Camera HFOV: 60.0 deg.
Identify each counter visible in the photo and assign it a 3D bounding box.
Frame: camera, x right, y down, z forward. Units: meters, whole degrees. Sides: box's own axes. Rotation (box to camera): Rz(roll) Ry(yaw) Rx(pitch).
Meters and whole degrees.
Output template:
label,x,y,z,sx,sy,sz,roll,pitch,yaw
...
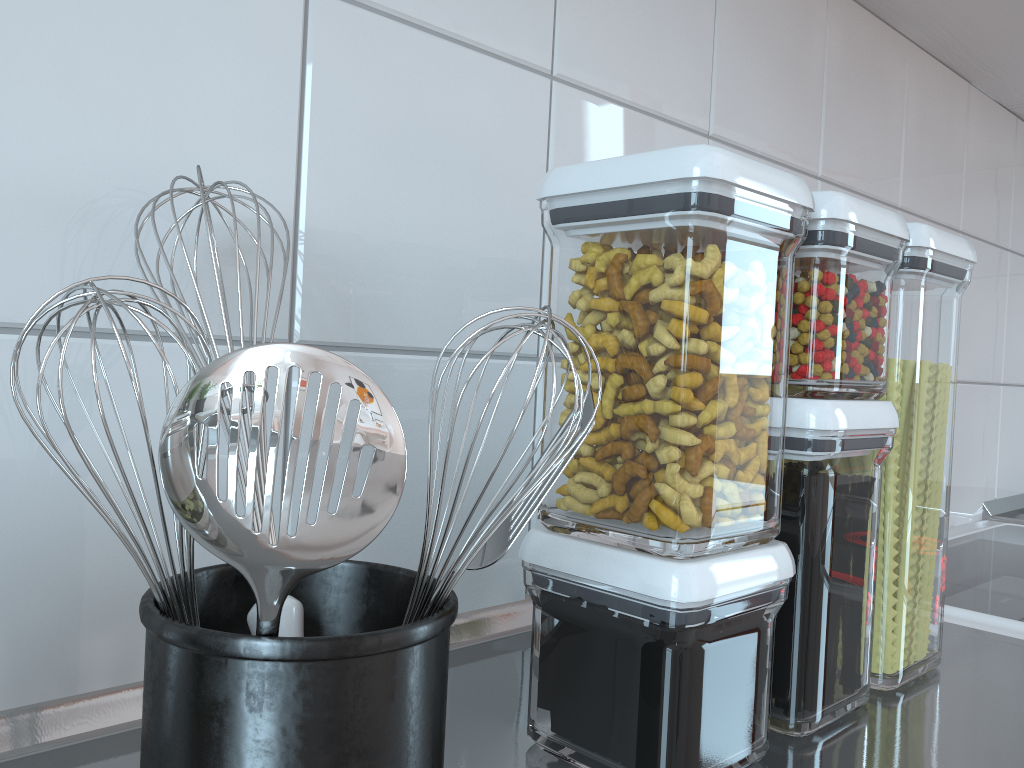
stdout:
label,x,y,z,sx,sy,sz,roll,pitch,yaw
counter,0.023,0.216,0.136,3.070,0.132,0.688,2,2,-44

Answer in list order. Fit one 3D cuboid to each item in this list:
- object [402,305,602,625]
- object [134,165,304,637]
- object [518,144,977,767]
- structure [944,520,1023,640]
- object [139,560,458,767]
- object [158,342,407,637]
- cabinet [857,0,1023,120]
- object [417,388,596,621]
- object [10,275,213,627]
label,x,y,z,sx,sy,sz,roll,pitch,yaw
object,-0.014,0.042,0.257,0.077,0.131,0.044,4,1,38
object,-0.089,0.036,0.333,0.062,0.251,0.187,2,1,-43
object,0.141,0.038,0.472,0.298,0.261,0.095,2,1,-44
structure,0.648,0.620,0.728,0.612,0.864,0.741,2,1,-44
object,-0.067,0.117,0.277,0.097,0.105,0.095,3,1,27
object,-0.074,0.077,0.238,0.051,0.176,0.088,2,1,-35
cabinet,0.054,-0.138,0.119,3.071,2.348,0.712,2,1,-44
object,-0.026,0.081,0.291,0.118,0.164,0.034,3,1,27
object,-0.098,0.068,0.253,0.044,0.190,0.107,3,1,7
